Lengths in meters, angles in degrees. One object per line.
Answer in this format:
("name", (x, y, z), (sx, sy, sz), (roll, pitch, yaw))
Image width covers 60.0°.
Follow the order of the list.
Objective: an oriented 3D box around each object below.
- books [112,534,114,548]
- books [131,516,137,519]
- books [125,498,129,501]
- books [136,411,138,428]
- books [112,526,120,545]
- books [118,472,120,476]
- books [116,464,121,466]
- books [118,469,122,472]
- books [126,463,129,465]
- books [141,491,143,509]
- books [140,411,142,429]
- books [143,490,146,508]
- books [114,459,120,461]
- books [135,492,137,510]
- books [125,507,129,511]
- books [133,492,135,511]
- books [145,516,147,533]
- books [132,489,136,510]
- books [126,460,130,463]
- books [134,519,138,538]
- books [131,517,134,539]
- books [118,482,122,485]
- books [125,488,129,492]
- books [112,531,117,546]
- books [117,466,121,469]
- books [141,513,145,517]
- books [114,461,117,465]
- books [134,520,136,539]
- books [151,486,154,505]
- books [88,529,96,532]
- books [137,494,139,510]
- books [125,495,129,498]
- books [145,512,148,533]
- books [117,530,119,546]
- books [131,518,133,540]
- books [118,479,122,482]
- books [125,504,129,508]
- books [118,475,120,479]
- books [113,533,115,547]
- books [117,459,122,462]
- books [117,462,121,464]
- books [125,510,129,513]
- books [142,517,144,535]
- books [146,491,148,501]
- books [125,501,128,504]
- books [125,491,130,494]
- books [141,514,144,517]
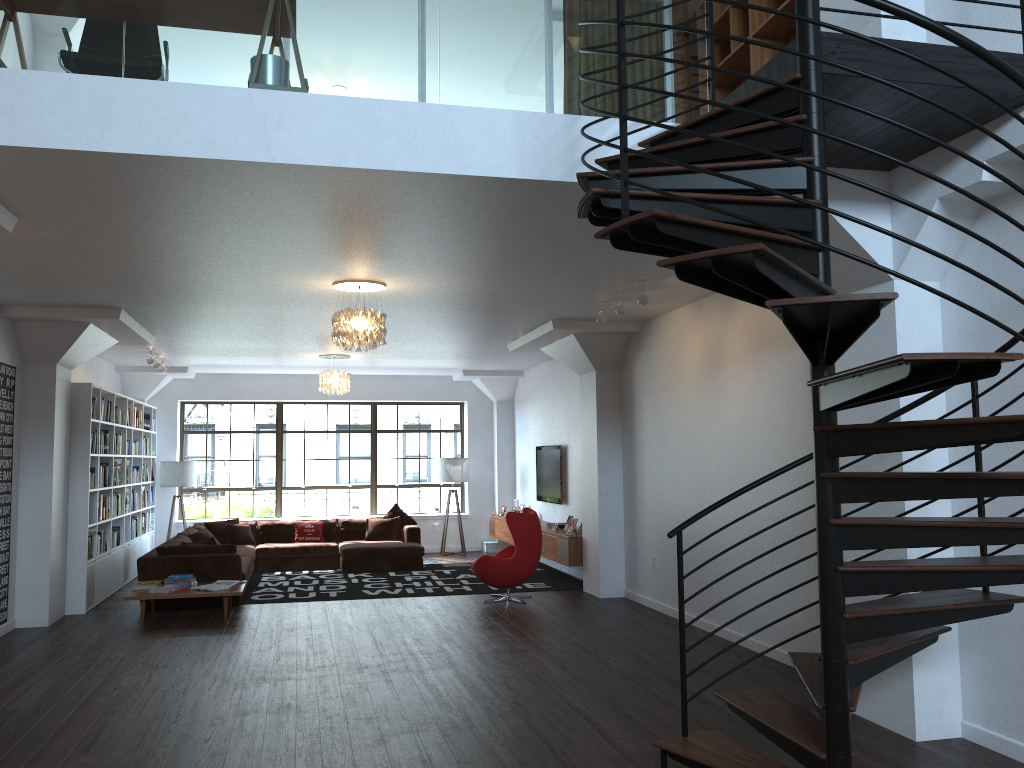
("books", (-4.915, 1.912, 10.803), (0.120, 0.167, 0.020), (0, -5, -14))
("books", (-5.279, 1.977, 12.264), (0.176, 0.290, 0.036), (1, -5, -14))
("books", (-5.126, 1.502, 11.538), (0.253, 0.040, 0.183), (0, -5, -14))
("books", (-5.263, 0.493, 12.253), (0.171, 0.246, 0.057), (0, -5, -14))
("books", (-5.015, 1.912, 11.175), (0.140, 0.231, 0.042), (0, -5, -14))
("books", (-5.023, 1.128, 11.134), (0.168, 0.045, 0.231), (1, -5, -18))
("books", (-5.043, 1.023, 11.165), (0.223, 0.027, 0.161), (1, -5, -24))
("books", (-5.015, 1.085, 11.136), (0.183, 0.042, 0.253), (0, -5, -14))
("books", (-5.091, 1.035, 11.480), (0.223, 0.031, 0.161), (0, -5, -14))
("books", (-5.354, 1.647, 12.615), (0.174, 0.251, 0.051), (0, -5, -14))
("books", (-5.320, 0.510, 12.498), (0.183, 0.253, 0.034), (0, -5, -14))
("books", (-5.429, 1.672, 12.898), (0.183, 0.253, 0.042), (0, -5, -14))
("books", (-4.899, 0.924, 10.752), (0.223, 0.027, 0.161), (0, -5, -4))
("books", (-5.259, 1.618, 12.216), (0.174, 0.242, 0.105), (0, -5, -14))
("books", (-5.130, 1.623, 11.524), (0.251, 0.037, 0.160), (0, -5, -9))
("books", (-5.193, 1.592, 11.971), (0.182, 0.253, 0.098), (0, -5, -14))
("books", (-5.470, 2.067, 13.045), (0.171, 0.246, 0.057), (0, -5, -14))
("books", (-5.234, 1.582, 12.070), (0.197, 0.290, 0.136), (0, -5, -14))
("books", (-5.094, 1.006, 11.491), (0.224, 0.030, 0.161), (0, -5, -4))
("books", (-5.261, 1.993, 12.231), (0.183, 0.253, 0.034), (1, -5, -14))
("books", (-5.212, 1.954, 12.000), (0.176, 0.290, 0.053), (1, -5, -14))
("books", (-5.007, 1.250, 11.120), (0.171, 0.039, 0.246), (0, -5, -14))
("books", (-5.109, 1.383, 11.545), (0.185, 0.041, 0.129), (-1, -5, 1))
("books", (-4.957, 1.913, 10.955), (0.139, 0.191, 0.036), (0, -5, -14))
("books", (-5.023, 1.050, 11.143), (0.161, 0.033, 0.223), (0, -5, -14))
("books", (-5.420, 2.030, 12.920), (0.140, 0.298, 0.044), (0, -5, -14))
("books", (-4.911, 0.962, 10.768), (0.174, 0.045, 0.240), (1, -5, -14))
("books", (-5.225, 1.979, 12.074), (0.183, 0.253, 0.034), (1, -5, -14))
("books", (-5.588, 1.713, 13.586), (0.176, 0.290, 0.053), (0, -5, -14))
("books", (-4.603, 1.569, 9.498), (0.223, 0.027, 0.161), (0, -5, -4))
("books", (-5.285, 1.639, 12.339), (0.161, 0.222, 0.084), (0, -5, -14))
("books", (-5.122, 1.469, 11.548), (0.223, 0.032, 0.161), (0, -5, -14))
("books", (-5.492, 2.052, 13.127), (0.176, 0.290, 0.053), (0, -5, -14))
("books", (-4.968, 1.912, 11.014), (0.146, 0.202, 0.027), (0, -5, -14))
("books", (-5.194, 1.948, 11.891), (0.198, 0.284, 0.066), (1, -5, -14))
("books", (-5.009, 1.211, 11.120), (0.160, 0.039, 0.251), (0, -5, -9))
("books", (-5.140, 1.587, 11.550), (0.259, 0.040, 0.180), (0, -5, -14))
("books", (-5.033, 1.170, 11.114), (0.180, 0.042, 0.259), (0, -5, -14))
("books", (-4.921, 1.916, 10.854), (0.107, 0.167, 0.017), (0, -5, -14))
("books", (-5.014, 0.963, 11.165), (0.129, 0.043, 0.185), (-1, -5, 1))
("books", (-5.021, 0.997, 11.164), (0.144, 0.024, 0.208), (0, -5, -9))
("books", (-5.127, 1.661, 11.518), (0.246, 0.038, 0.171), (0, -5, -14))
("books", (-5.393, 2.037, 12.749), (0.183, 0.253, 0.037), (0, -5, -14))
("books", (-5.481, 1.704, 13.114), (0.168, 0.228, 0.139), (0, -5, -14))
("books", (-5.124, 1.544, 11.543), (0.231, 0.044, 0.168), (1, -5, -18))
("books", (-5.107, 1.415, 11.550), (0.208, 0.024, 0.144), (0, -5, -9))
("books", (-5.423, 2.027, 12.803), (0.198, 0.284, 0.066), (0, -5, -14))
